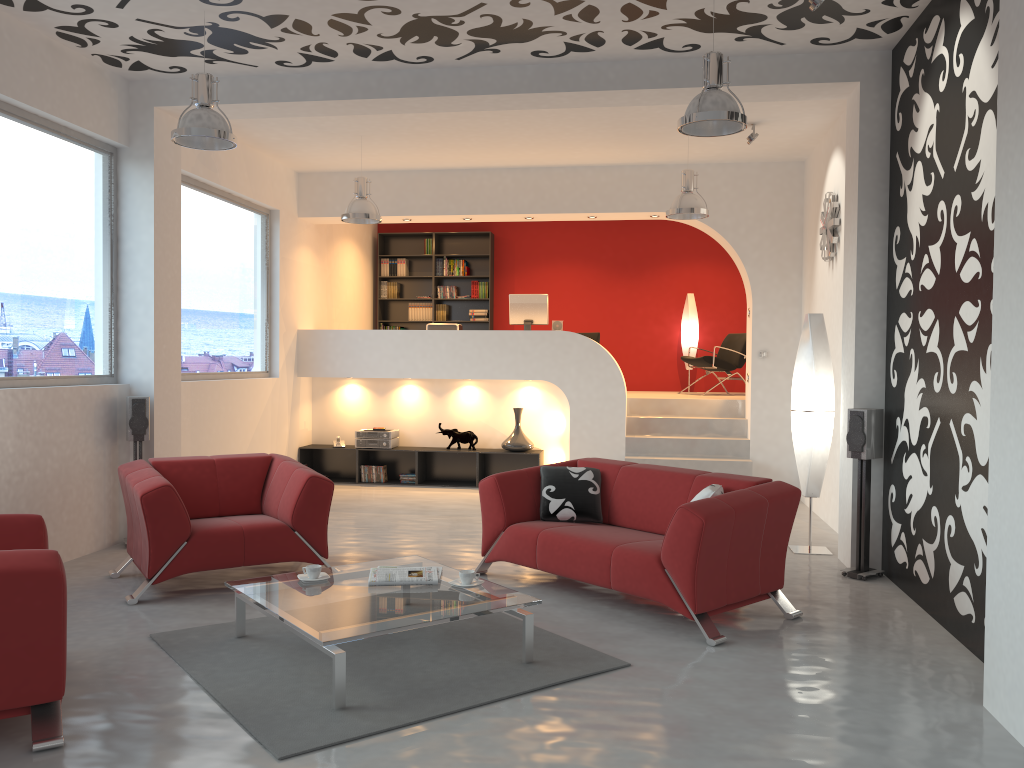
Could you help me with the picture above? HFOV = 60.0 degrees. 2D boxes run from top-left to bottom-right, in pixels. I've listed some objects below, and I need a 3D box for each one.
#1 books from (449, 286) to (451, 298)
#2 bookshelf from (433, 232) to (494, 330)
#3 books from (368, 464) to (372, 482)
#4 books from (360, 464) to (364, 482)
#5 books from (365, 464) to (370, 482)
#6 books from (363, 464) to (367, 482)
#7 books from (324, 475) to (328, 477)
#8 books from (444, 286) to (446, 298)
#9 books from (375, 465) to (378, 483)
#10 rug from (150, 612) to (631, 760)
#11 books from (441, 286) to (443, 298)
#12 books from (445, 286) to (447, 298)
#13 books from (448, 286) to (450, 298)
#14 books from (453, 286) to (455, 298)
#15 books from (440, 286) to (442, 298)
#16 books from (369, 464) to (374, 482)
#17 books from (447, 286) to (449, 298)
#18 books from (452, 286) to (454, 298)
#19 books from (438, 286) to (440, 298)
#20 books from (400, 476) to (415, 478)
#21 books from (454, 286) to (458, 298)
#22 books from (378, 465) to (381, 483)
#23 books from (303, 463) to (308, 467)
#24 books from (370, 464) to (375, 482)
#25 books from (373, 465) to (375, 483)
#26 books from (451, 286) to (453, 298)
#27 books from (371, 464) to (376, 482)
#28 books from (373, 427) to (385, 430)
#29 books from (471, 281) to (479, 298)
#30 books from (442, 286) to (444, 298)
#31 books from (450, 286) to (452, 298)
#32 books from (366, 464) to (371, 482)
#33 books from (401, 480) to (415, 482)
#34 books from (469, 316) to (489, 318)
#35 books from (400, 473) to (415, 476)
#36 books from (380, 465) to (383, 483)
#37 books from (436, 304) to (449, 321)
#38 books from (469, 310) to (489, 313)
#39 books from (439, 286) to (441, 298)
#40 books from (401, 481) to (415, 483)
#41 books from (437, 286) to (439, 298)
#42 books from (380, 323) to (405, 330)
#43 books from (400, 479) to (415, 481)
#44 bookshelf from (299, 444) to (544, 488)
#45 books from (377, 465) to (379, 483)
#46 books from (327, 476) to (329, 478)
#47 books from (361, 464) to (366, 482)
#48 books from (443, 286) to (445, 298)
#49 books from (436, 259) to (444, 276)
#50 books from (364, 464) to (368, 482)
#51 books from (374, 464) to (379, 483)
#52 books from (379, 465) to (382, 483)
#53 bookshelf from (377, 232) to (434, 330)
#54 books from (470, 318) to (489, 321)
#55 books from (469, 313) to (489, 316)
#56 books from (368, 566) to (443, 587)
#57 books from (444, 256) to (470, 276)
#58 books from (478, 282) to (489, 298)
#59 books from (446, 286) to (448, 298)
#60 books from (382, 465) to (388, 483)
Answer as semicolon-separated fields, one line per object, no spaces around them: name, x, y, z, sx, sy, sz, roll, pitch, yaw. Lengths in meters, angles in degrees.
books;-0.875;-1.307;12.715;0.031;0.190;0.135;1;1;9
bookshelf;-0.690;-1.035;12.641;0.816;2.213;0.305;1;1;9
books;-1.613;1.019;10.122;0.031;0.190;0.135;1;1;9
books;-1.702;1.018;10.135;0.031;0.190;0.135;1;1;9
books;-1.643;1.019;10.126;0.031;0.190;0.135;1;1;9
books;-1.672;1.018;10.131;0.031;0.190;0.135;1;1;9
books;-2.244;1.067;10.269;0.190;0.015;0.135;1;1;9
books;-0.949;-1.309;12.726;0.031;0.190;0.135;1;1;9
books;-1.524;1.020;10.108;0.031;0.190;0.135;1;1;9
rug;-0.636;1.282;4.281;1.700;0.025;1.700;-1;2;-36
books;-0.994;-1.309;12.733;0.031;0.190;0.135;1;1;9
books;-0.934;-1.308;12.724;0.031;0.190;0.135;1;1;9
books;-0.890;-1.308;12.717;0.031;0.190;0.135;1;1;9
books;-0.816;-1.307;12.706;0.031;0.190;0.135;1;1;9
books;-1.009;-1.309;12.735;0.031;0.190;0.135;1;1;9
books;-1.598;1.019;10.119;0.031;0.190;0.135;1;1;9
books;-0.905;-1.308;12.720;0.031;0.190;0.135;1;1;9
books;-0.831;-1.307;12.708;0.031;0.190;0.135;1;1;9
books;-1.038;-1.310;12.740;0.031;0.190;0.135;1;1;9
books;-1.166;1.052;10.099;0.190;0.015;0.135;1;1;9
books;-0.801;-1.306;12.704;0.031;0.190;0.135;1;1;9
books;-1.494;1.021;10.104;0.031;0.190;0.135;1;1;9
books;-2.371;1.014;10.236;0.063;0.187;0.135;1;1;9
books;-1.583;1.020;10.117;0.031;0.190;0.135;1;1;9
books;-1.554;1.020;10.113;0.031;0.190;0.135;1;1;9
books;-0.845;-1.307;12.711;0.031;0.190;0.135;1;1;9
books;-1.568;1.020;10.115;0.031;0.190;0.135;1;1;9
books;-1.520;0.511;10.150;0.135;0.015;0.190;0;1;-6
books;-0.517;-1.335;12.653;0.090;0.256;0.181;1;1;9
books;-0.979;-1.309;12.731;0.031;0.190;0.135;1;1;9
books;-0.860;-1.307;12.713;0.031;0.190;0.135;1;1;9
books;-1.628;1.019;10.124;0.031;0.190;0.135;1;1;9
books;-1.158;1.097;10.106;0.190;0.015;0.135;1;1;9
books;-0.463;-0.950;12.626;0.260;0.040;0.200;1;1;9
books;-1.175;1.036;10.107;0.190;0.015;0.135;1;1;4
books;-1.465;1.021;10.099;0.031;0.190;0.135;1;1;9
books;-1.000;-1.018;12.732;0.146;0.240;0.170;1;1;9
books;-0.458;-1.030;12.613;0.260;0.040;0.200;1;1;9
books;-1.023;-1.310;12.737;0.031;0.190;0.135;1;1;9
books;-1.164;1.111;10.107;0.190;0.015;0.135;1;1;4
books;-1.053;-1.310;12.742;0.031;0.190;0.135;1;1;9
books;-1.717;-0.734;12.825;0.341;0.286;0.231;1;1;9
books;-1.167;1.081;10.107;0.190;0.015;0.135;1;2;14
bookshelf;-1.036;0.935;10.106;2.764;0.397;0.405;1;1;9
books;-1.509;1.021;10.106;0.031;0.190;0.135;1;1;9
books;-2.228;1.082;10.267;0.190;0.015;0.135;1;1;9
books;-1.687;1.018;10.133;0.031;0.190;0.135;1;1;9
books;-0.964;-1.309;12.728;0.031;0.190;0.135;1;1;9
books;-1.021;-1.659;12.721;0.090;0.256;0.181;1;1;9
books;-1.658;1.019;10.128;0.031;0.190;0.135;1;1;9
books;-1.539;1.020;10.111;0.031;0.190;0.135;1;1;9
books;-1.479;1.021;10.102;0.031;0.190;0.135;1;1;9
bookshelf;-1.497;-1.046;12.762;0.816;2.213;0.305;1;1;9
books;-0.444;-0.910;12.627;0.260;0.040;0.200;1;1;10
books;-0.467;-0.990;12.624;0.260;0.040;0.200;1;1;8
books;-0.545;0.972;4.498;0.367;0.035;0.345;1;1;-1
books;-0.790;-1.670;12.662;0.341;0.286;0.231;1;1;9
books;-0.398;-1.326;12.634;0.146;0.240;0.170;1;1;9
books;-0.920;-1.308;12.722;0.031;0.190;0.135;1;1;9
books;-1.450;1.021;10.097;0.031;0.190;0.135;1;1;9
